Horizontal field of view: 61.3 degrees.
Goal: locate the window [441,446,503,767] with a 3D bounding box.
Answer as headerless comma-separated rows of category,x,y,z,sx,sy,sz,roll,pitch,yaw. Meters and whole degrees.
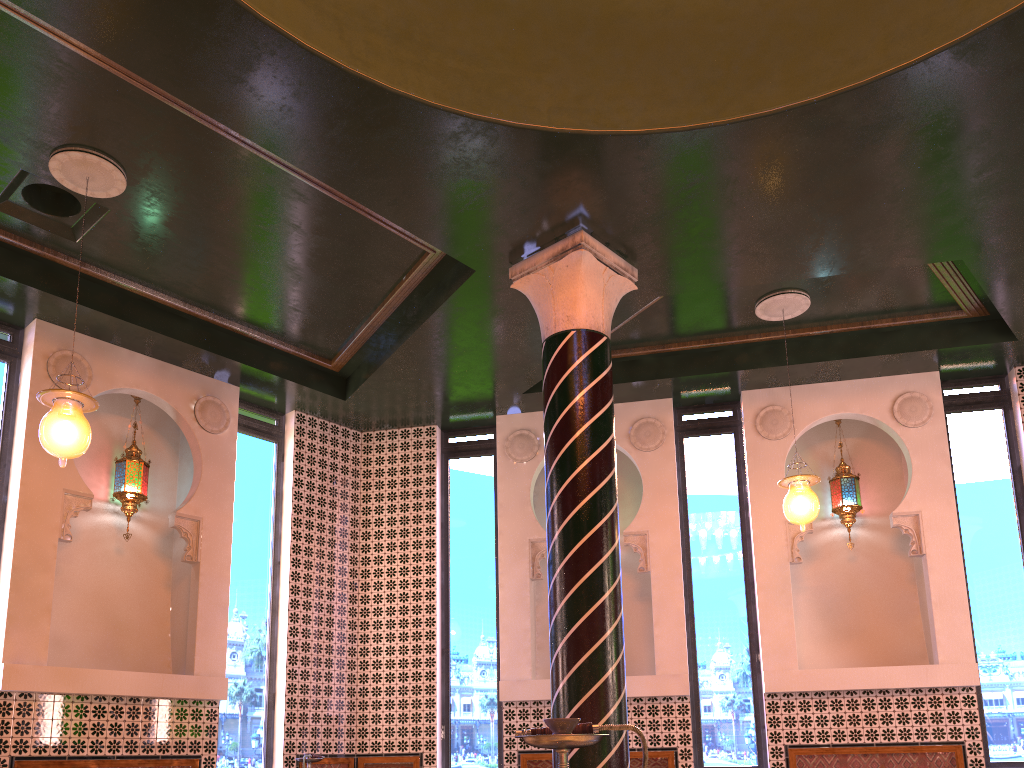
window,-0.464,2.673,10.294,0.777,3.809,0.095,-4,-12,12

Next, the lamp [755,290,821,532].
lamp,2.671,0.295,8.233,0.527,2.208,0.538,-8,-15,30

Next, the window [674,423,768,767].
window,2.332,2.371,9.722,0.777,3.809,0.095,-4,-12,12

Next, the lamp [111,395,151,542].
lamp,-3.872,0.852,8.807,0.361,1.490,0.340,2,-13,-15

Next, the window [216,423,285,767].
window,-2.918,2.371,9.502,0.093,3.809,0.794,-11,-16,39

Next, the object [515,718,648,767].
object,0.241,1.678,2.693,0.469,1.193,0.312,8,-15,-32

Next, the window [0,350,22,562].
window,-4.829,1.490,7.413,0.093,3.809,0.794,-11,-16,39

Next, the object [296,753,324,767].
object,-2.049,4.338,8.653,0.301,1.194,0.487,2,-14,-12

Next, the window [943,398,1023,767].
window,5.127,2.068,9.151,0.777,3.809,0.095,-4,-12,12

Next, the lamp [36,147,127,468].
lamp,-3.120,-0.501,6.174,0.527,2.208,0.538,-8,-15,30

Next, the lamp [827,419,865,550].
lamp,3.746,1.116,9.730,0.366,1.490,0.336,8,-15,-34
